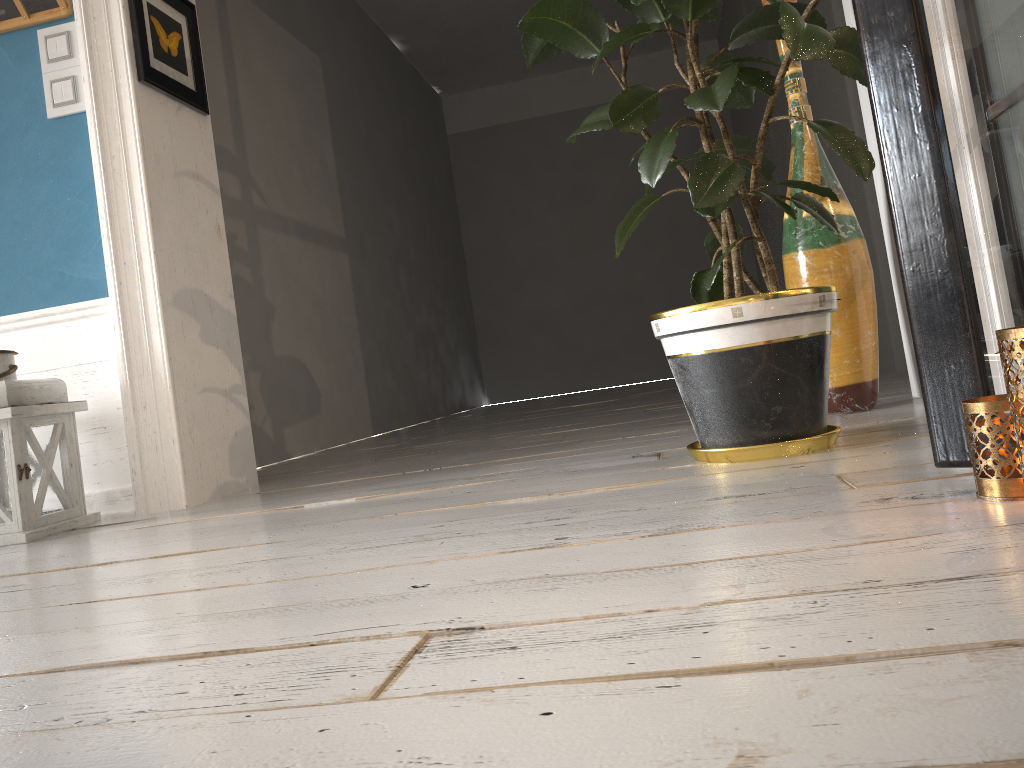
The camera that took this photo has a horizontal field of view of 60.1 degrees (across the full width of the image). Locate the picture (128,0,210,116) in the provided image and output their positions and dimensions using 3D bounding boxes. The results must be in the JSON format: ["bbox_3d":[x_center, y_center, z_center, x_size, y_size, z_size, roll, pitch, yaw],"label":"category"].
[{"bbox_3d":[-0.111,-1.357,2.482,1.941,0.756,0.358,-9,-3,10],"label":"picture"}]

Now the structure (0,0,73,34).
[{"bbox_3d":[-1.549,-1.381,2.467,0.494,0.778,0.185,-9,-3,10],"label":"structure"}]

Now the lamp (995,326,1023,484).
[{"bbox_3d":[0.543,0.032,0.850,0.114,0.188,0.114,-9,-2,9],"label":"lamp"}]

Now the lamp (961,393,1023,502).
[{"bbox_3d":[0.561,0.070,0.998,0.084,0.111,0.084,-8,-2,-14],"label":"lamp"}]

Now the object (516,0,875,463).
[{"bbox_3d":[0.215,-0.726,0.178,1.009,1.799,3.894,-9,0,10],"label":"object"}]

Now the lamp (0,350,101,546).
[{"bbox_3d":[-1.288,0.152,2.247,0.286,0.479,0.286,-9,-3,9],"label":"lamp"}]

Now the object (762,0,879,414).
[{"bbox_3d":[0.785,-0.486,2.299,0.215,1.128,0.215,-9,-3,4],"label":"object"}]
